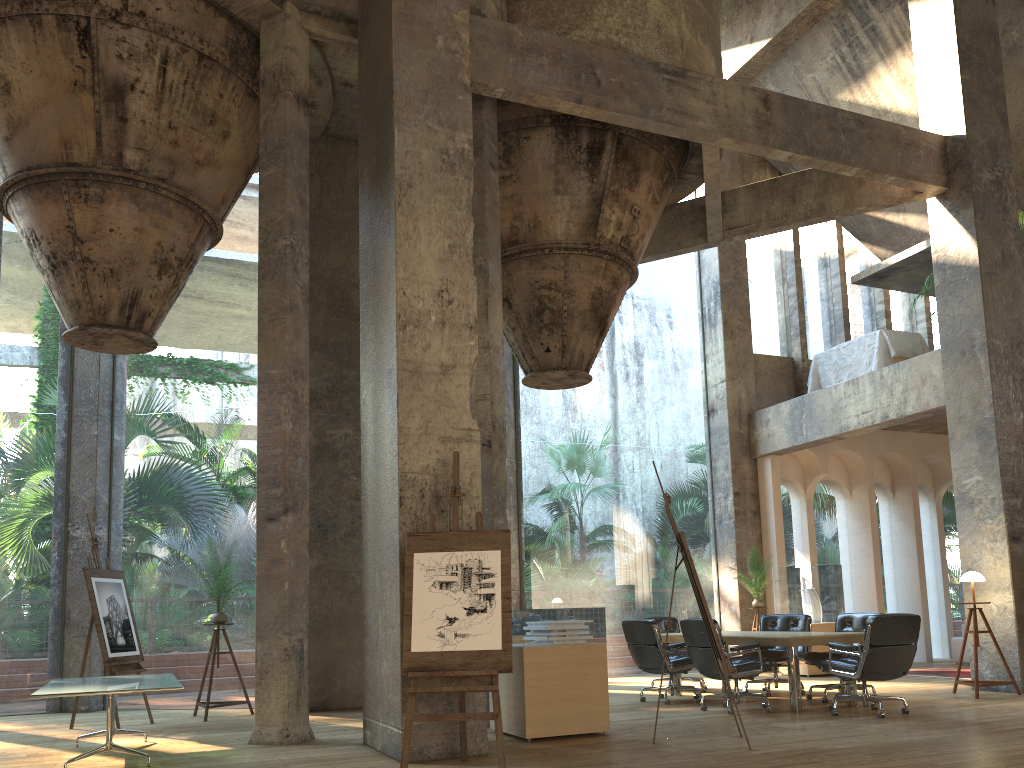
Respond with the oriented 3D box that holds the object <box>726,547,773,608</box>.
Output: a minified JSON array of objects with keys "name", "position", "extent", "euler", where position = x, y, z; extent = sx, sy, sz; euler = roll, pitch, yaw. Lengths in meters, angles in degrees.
[{"name":"object","position":[3.552,2.853,13.028],"extent":[0.863,0.921,0.700],"euler":[5,-12,-32]}]

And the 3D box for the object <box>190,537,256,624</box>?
[{"name":"object","position":[-3.034,2.077,9.337],"extent":[0.858,0.921,0.703],"euler":[-1,-10,-3]}]

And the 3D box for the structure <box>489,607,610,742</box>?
[{"name":"structure","position":[0.285,2.365,7.244],"extent":[0.736,0.994,0.758],"euler":[3,-11,-23]}]

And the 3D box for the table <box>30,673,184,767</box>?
[{"name":"table","position":[-3.055,2.553,6.699],"extent":[0.942,0.534,1.913],"euler":[4,-15,-23]}]

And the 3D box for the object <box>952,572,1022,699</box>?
[{"name":"object","position":[4.832,2.634,9.281],"extent":[0.659,1.271,0.581],"euler":[2,-9,-23]}]

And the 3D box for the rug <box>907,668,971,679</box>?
[{"name":"rug","position":[6.197,3.846,11.628],"extent":[1.347,0.009,2.518],"euler":[5,-16,-22]}]

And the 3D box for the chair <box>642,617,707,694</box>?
[{"name":"chair","position":[2.003,3.281,10.692],"extent":[0.732,0.874,0.836],"euler":[4,-12,-29]}]

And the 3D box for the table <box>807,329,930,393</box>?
[{"name":"table","position":[5.282,-0.212,13.081],"extent":[1.116,0.784,1.789],"euler":[4,-14,-23]}]

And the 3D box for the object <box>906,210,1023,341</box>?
[{"name":"object","position":[5.955,-1.197,11.334],"extent":[1.357,1.772,1.432],"euler":[2,-11,-17]}]

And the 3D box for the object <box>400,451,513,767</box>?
[{"name":"object","position":[-0.349,1.448,5.742],"extent":[0.702,2.104,0.697],"euler":[-2,-8,2]}]

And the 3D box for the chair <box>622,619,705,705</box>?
[{"name":"chair","position":[1.685,2.978,9.501],"extent":[0.822,0.874,0.745],"euler":[3,-11,-22]}]

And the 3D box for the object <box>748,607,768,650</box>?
[{"name":"object","position":[3.609,3.761,12.855],"extent":[0.663,0.953,0.579],"euler":[-7,-11,30]}]

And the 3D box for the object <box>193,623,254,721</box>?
[{"name":"object","position":[-3.005,3.016,9.280],"extent":[0.573,0.953,0.670],"euler":[4,-11,-29]}]

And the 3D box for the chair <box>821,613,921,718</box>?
[{"name":"chair","position":[3.187,2.518,7.915],"extent":[0.732,0.874,0.837],"euler":[4,-12,-27]}]

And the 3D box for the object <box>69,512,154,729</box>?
[{"name":"object","position":[-3.963,2.308,8.623],"extent":[0.685,2.104,0.714],"euler":[-2,-8,5]}]

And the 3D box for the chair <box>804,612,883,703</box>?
[{"name":"chair","position":[3.446,2.838,9.162],"extent":[0.824,0.874,0.743],"euler":[4,-12,-29]}]

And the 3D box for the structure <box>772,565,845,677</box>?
[{"name":"structure","position":[4.263,3.374,12.555],"extent":[0.744,1.517,0.605],"euler":[2,-9,-23]}]

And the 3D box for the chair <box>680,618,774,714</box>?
[{"name":"chair","position":[2.124,2.699,8.484],"extent":[0.821,0.874,0.745],"euler":[2,-11,-16]}]

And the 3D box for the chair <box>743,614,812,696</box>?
[{"name":"chair","position":[3.020,3.088,10.070],"extent":[0.738,0.874,0.830],"euler":[-10,-14,39]}]

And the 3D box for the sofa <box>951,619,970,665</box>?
[{"name":"sofa","position":[8.588,3.873,13.365],"extent":[2.930,0.707,2.111],"euler":[5,-15,-23]}]

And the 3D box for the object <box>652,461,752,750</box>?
[{"name":"object","position":[1.346,1.619,6.583],"extent":[0.685,2.104,0.714],"euler":[-3,-8,8]}]

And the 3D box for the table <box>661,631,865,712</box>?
[{"name":"table","position":[2.589,3.000,9.323],"extent":[1.105,0.684,2.465],"euler":[4,-15,-23]}]
